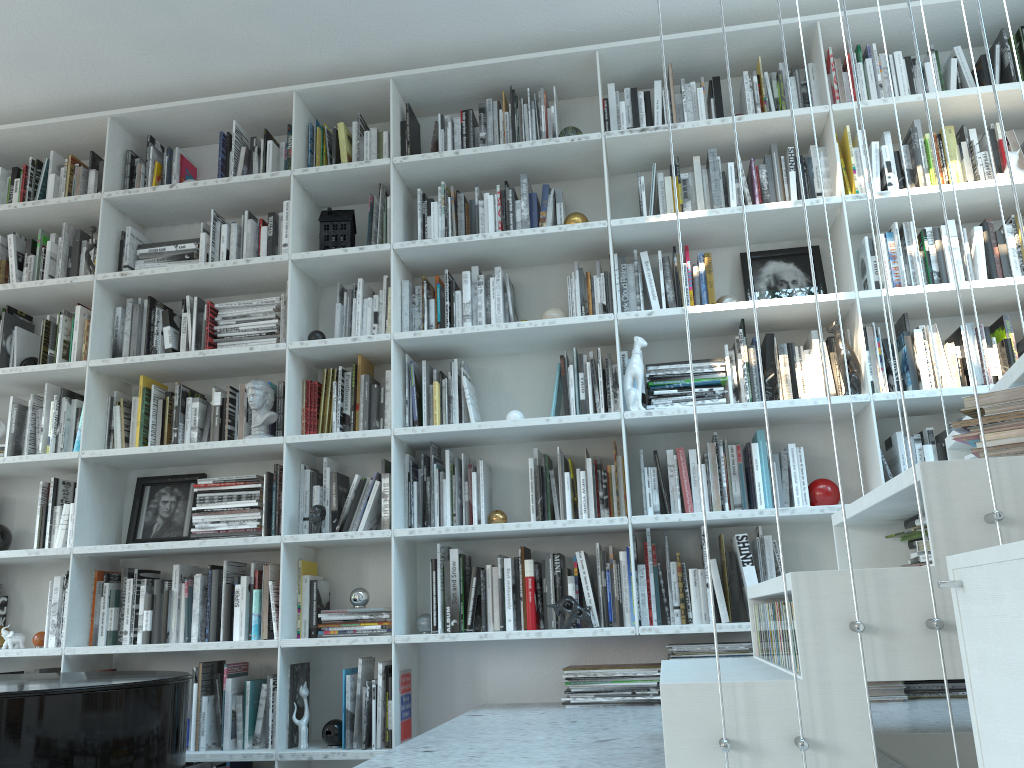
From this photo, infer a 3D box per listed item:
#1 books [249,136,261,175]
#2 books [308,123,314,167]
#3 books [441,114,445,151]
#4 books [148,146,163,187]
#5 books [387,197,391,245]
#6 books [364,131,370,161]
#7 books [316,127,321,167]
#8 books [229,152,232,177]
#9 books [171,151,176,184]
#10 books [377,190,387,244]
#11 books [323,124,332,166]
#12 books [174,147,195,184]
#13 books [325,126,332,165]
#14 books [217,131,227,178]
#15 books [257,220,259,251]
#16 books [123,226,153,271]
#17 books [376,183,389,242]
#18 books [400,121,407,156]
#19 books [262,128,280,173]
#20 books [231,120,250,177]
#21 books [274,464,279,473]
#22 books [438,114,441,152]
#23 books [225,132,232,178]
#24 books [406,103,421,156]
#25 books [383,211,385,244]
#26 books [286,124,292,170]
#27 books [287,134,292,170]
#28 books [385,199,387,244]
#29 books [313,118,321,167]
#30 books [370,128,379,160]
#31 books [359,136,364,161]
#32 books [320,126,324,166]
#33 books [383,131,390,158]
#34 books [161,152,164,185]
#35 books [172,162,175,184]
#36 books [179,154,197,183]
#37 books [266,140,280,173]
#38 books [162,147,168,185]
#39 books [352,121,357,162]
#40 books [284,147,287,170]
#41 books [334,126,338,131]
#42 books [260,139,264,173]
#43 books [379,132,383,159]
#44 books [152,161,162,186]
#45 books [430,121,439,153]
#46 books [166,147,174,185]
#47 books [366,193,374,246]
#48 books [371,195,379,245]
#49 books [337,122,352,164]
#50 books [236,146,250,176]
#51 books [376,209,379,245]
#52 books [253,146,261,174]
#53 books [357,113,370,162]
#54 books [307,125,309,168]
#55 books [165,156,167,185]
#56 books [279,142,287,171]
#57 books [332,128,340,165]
[{"bbox_3d":[-1.102,-0.923,3.871,0.028,0.269,0.140,-4,-15,9],"label":"books"},{"bbox_3d":[-0.839,-0.954,3.812,0.008,0.278,0.171,-4,-15,9],"label":"books"},{"bbox_3d":[-0.272,-0.979,3.731,0.011,0.243,0.173,-4,-15,9],"label":"books"},{"bbox_3d":[-1.557,-0.891,3.918,0.011,0.264,0.164,-4,-15,9],"label":"books"},{"bbox_3d":[-0.480,-0.617,3.652,0.013,0.247,0.186,-4,-15,9],"label":"books"},{"bbox_3d":[-0.588,-0.937,3.762,0.024,0.201,0.180,-4,-15,9],"label":"books"},{"bbox_3d":[-0.796,-0.942,3.787,0.007,0.238,0.192,-4,-15,9],"label":"books"},{"bbox_3d":[-1.189,-0.887,3.876,0.031,0.208,0.147,-4,-15,9],"label":"books"},{"bbox_3d":[-1.465,-0.884,3.927,0.013,0.249,0.148,-4,-15,9],"label":"books"},{"bbox_3d":[-0.524,-0.631,3.668,0.021,0.287,0.179,-4,-15,9],"label":"books"},{"bbox_3d":[-0.779,-0.955,3.815,0.007,0.278,0.150,-4,-15,9],"label":"books"},{"bbox_3d":[-1.447,-0.893,3.909,0.011,0.255,0.144,-4,-15,9],"label":"books"},{"bbox_3d":[-0.761,-0.951,3.800,0.034,0.260,0.158,-4,-15,9],"label":"books"},{"bbox_3d":[-1.237,-0.929,3.874,0.014,0.291,0.176,-4,-15,9],"label":"books"},{"bbox_3d":[-1.049,-0.557,3.770,0.011,0.238,0.140,-4,-15,9],"label":"books"},{"bbox_3d":[-1.608,-0.526,3.827,0.021,0.248,0.192,-4,-15,9],"label":"books"},{"bbox_3d":[-0.537,-0.649,3.697,0.025,0.338,0.143,-4,-15,9],"label":"books"},{"bbox_3d":[-0.431,-0.962,3.743,0.033,0.229,0.176,-4,-15,9],"label":"books"},{"bbox_3d":[-1.033,-0.937,3.832,0.010,0.269,0.180,-4,-15,9],"label":"books"},{"bbox_3d":[-1.175,-0.953,3.867,0.010,0.330,0.186,-4,-15,9],"label":"books"},{"bbox_3d":[-0.911,0.473,3.501,0.011,0.298,0.130,-4,-15,9],"label":"books"},{"bbox_3d":[-0.284,-0.980,3.724,0.009,0.243,0.173,-4,-15,9],"label":"books"},{"bbox_3d":[-1.213,-0.930,3.879,0.011,0.295,0.157,-4,-15,9],"label":"books"},{"bbox_3d":[-0.413,-1.002,3.741,0.019,0.303,0.176,-4,-15,9],"label":"books"},{"bbox_3d":[-0.507,-0.590,3.675,0.013,0.210,0.140,-4,-15,9],"label":"books"},{"bbox_3d":[-0.944,-0.955,3.847,0.012,0.307,0.138,-4,-15,9],"label":"books"},{"bbox_3d":[-0.924,-0.928,3.829,0.028,0.243,0.161,-4,-15,9],"label":"books"},{"bbox_3d":[-0.500,-0.615,3.669,0.005,0.254,0.159,-4,-15,9],"label":"books"},{"bbox_3d":[-0.816,-0.964,3.815,0.007,0.297,0.181,-4,-15,9],"label":"books"},{"bbox_3d":[-0.561,-0.946,3.755,0.031,0.212,0.170,-4,-15,9],"label":"books"},{"bbox_3d":[-0.611,-0.925,3.762,0.022,0.179,0.173,-4,-15,9],"label":"books"},{"bbox_3d":[-0.787,-0.948,3.803,0.006,0.259,0.166,-4,-15,9],"label":"books"},{"bbox_3d":[-0.508,-0.937,3.758,0.022,0.193,0.182,-4,-15,9],"label":"books"},{"bbox_3d":[-1.512,-0.881,3.928,0.014,0.247,0.139,-4,-15,9],"label":"books"},{"bbox_3d":[-1.454,-0.857,3.908,0.010,0.186,0.153,-4,-15,9],"label":"books"},{"bbox_3d":[-1.436,-0.879,3.924,0.004,0.235,0.138,-4,-15,9],"label":"books"},{"bbox_3d":[-1.004,-0.908,3.813,0.023,0.201,0.193,-4,-15,9],"label":"books"},{"bbox_3d":[-1.500,-0.892,3.922,0.013,0.263,0.147,-4,-15,9],"label":"books"},{"bbox_3d":[-0.644,-0.963,3.798,0.030,0.273,0.152,-4,-15,9],"label":"books"},{"bbox_3d":[-0.954,-0.903,3.843,0.014,0.204,0.135,-4,-15,9],"label":"books"},{"bbox_3d":[-0.738,-0.951,3.805,0.008,0.261,0.142,-4,-15,9],"label":"books"},{"bbox_3d":[-1.046,-0.915,3.844,0.023,0.236,0.154,-4,-15,9],"label":"books"},{"bbox_3d":[-0.530,-0.938,3.770,0.025,0.203,0.162,-4,-15,9],"label":"books"},{"bbox_3d":[-1.536,-0.855,3.919,0.023,0.195,0.172,-4,-15,9],"label":"books"},{"bbox_3d":[-0.311,-0.961,3.717,0.046,0.206,0.183,-4,-15,9],"label":"books"},{"bbox_3d":[-1.477,-0.891,3.911,0.005,0.254,0.168,-4,-15,9],"label":"books"},{"bbox_3d":[-0.564,-0.622,3.665,0.021,0.271,0.191,-4,-15,9],"label":"books"},{"bbox_3d":[-0.546,-0.620,3.675,0.022,0.271,0.182,-4,-15,9],"label":"books"},{"bbox_3d":[-0.689,-0.955,3.782,0.054,0.254,0.191,-4,-15,9],"label":"books"},{"bbox_3d":[-1.142,-0.896,3.853,0.050,0.210,0.173,-4,-15,9],"label":"books"},{"bbox_3d":[-0.529,-0.591,3.681,0.024,0.216,0.169,-4,-15,9],"label":"books"},{"bbox_3d":[-1.074,-0.898,3.840,0.033,0.202,0.167,-4,-15,9],"label":"books"},{"bbox_3d":[-0.628,-0.980,3.782,0.010,0.296,0.168,-4,-15,9],"label":"books"},{"bbox_3d":[-0.847,-0.951,3.832,0.012,0.284,0.160,-4,-15,9],"label":"books"},{"bbox_3d":[-1.486,-0.872,3.910,0.016,0.218,0.144,-4,-15,9],"label":"books"},{"bbox_3d":[-0.973,-0.914,3.855,0.026,0.233,0.137,-4,-15,9],"label":"books"},{"bbox_3d":[-0.730,-0.942,3.783,0.015,0.233,0.171,-4,-15,9],"label":"books"}]
